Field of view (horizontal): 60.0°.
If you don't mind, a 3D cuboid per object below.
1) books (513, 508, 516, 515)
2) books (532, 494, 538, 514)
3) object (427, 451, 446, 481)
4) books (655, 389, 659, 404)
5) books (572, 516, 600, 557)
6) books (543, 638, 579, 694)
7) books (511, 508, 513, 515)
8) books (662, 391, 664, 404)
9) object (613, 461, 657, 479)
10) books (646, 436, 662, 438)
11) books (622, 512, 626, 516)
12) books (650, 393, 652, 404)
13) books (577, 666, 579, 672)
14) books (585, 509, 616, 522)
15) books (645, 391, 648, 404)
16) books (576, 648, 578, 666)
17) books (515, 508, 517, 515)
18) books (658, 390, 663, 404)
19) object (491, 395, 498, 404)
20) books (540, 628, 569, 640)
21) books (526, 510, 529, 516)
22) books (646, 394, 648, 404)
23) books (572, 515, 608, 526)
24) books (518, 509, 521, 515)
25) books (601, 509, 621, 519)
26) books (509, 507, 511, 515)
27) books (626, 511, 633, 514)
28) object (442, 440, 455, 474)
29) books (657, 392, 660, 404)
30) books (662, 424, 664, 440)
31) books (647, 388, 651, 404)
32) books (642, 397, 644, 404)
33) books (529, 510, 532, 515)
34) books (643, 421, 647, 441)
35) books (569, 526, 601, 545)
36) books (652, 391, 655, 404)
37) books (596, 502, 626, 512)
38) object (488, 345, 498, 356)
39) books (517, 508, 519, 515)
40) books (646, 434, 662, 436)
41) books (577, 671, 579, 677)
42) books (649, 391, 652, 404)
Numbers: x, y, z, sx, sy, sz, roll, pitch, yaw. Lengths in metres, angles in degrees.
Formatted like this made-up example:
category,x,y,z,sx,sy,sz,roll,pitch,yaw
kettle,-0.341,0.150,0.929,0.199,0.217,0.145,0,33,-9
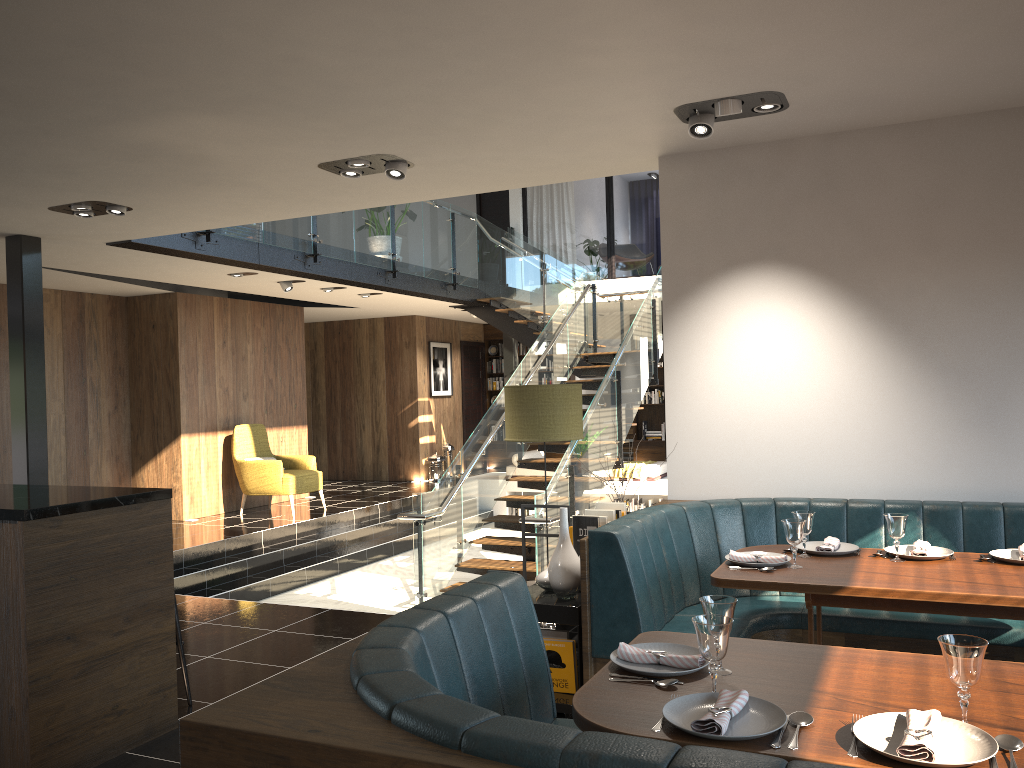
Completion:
category,x,y,z,sx,sy,sz,roll,pitch,yaw
books,0.053,1.881,13.341,0.027,0.241,0.150,-2,0,25
books,0.347,1.823,13.214,0.051,0.338,0.187,-2,0,25
object,-1.237,1.330,14.487,0.262,0.483,0.262,-2,0,25
books,2.508,0.214,15.308,0.029,0.256,0.167,-2,0,25
books,0.354,0.784,4.221,0.131,0.307,0.022,-2,0,25
books,0.180,1.253,3.956,0.231,0.232,0.037,-2,0,25
books,0.029,1.888,13.349,0.024,0.229,0.171,-2,0,25
books,2.624,0.233,15.264,0.028,0.210,0.169,-2,0,25
object,1.837,1.400,13.023,0.466,0.510,1.166,-2,0,24
books,2.483,0.913,15.380,0.271,0.025,0.156,-2,-1,25
books,0.524,0.799,4.600,0.150,0.274,0.025,-2,0,25
books,2.438,0.248,15.365,0.033,0.193,0.172,-2,0,25
books,0.247,1.306,4.140,0.167,0.024,0.261,-2,-1,21
books,0.443,0.784,4.449,0.155,0.306,0.032,-2,0,25
books,2.341,0.234,15.405,0.028,0.227,0.136,-2,0,25
books,0.250,1.281,4.138,0.156,0.025,0.274,-2,-1,28
books,0.091,1.895,13.354,0.029,0.211,0.130,-2,0,25
books,2.578,0.221,15.282,0.070,0.236,0.206,-2,0,25
object,-0.302,0.322,16.608,0.212,0.222,0.082,-2,0,25
books,0.183,1.238,3.989,0.156,0.263,0.026,-2,0,25
books,0.253,1.834,13.237,0.030,0.322,0.202,-2,0,25
books,2.361,0.248,15.387,0.024,0.197,0.173,-2,0,25
books,0.381,0.790,4.321,0.177,0.294,0.025,-2,0,25
books,0.150,1.862,13.290,0.035,0.273,0.200,-2,0,25
books,0.472,0.787,4.498,0.169,0.298,0.032,-2,0,25
books,-0.004,1.869,13.396,0.025,0.270,0.156,-2,0,25
books,0.567,0.804,4.680,0.156,0.263,0.026,-2,0,25
object,-1.053,1.246,14.655,0.182,0.643,0.182,-2,0,25
books,2.545,0.238,15.318,0.030,0.205,0.170,-2,0,25
books,2.619,0.828,15.284,0.030,0.284,0.177,-2,0,25
books,2.386,0.210,15.380,0.029,0.272,0.152,-2,0,25
books,2.289,0.220,15.415,0.029,0.258,0.181,-2,0,25
books,0.304,1.839,13.211,0.028,0.309,0.211,-2,0,25
books,2.313,0.810,15.409,0.028,0.340,0.203,-2,0,25
books,0.360,0.813,4.303,0.162,0.250,0.028,-2,0,25
books,2.461,0.232,15.340,0.030,0.222,0.190,-2,0,25
books,0.523,0.780,4.667,0.160,0.312,0.035,-2,0,25
object,-0.351,-0.624,16.586,0.212,0.222,0.082,-2,0,25
books,0.119,1.872,13.345,0.030,0.256,0.145,-2,0,25
books,2.476,0.885,15.367,0.287,0.030,0.176,-2,-1,22
books,0.250,1.331,4.139,0.156,0.025,0.275,-2,-1,21
books,2.415,0.237,15.381,0.021,0.216,0.170,-2,0,25
